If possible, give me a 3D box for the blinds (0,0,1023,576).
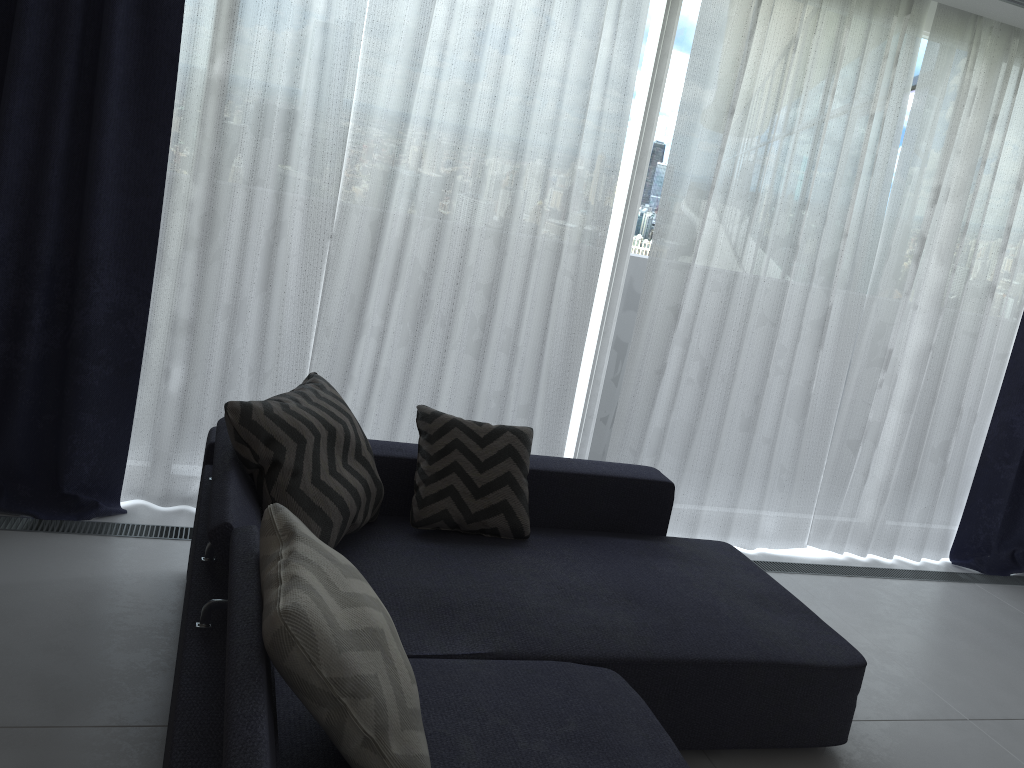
[{"bbox_3d":[1.238,0.020,1.138,7.111,2.739,5.899,8,12,-15],"label":"blinds"}]

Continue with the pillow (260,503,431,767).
[{"bbox_3d":[-0.326,0.505,1.693,0.341,0.383,0.503,8,11,-19],"label":"pillow"}]

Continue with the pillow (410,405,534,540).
[{"bbox_3d":[-0.124,0.292,2.889,0.413,0.340,0.291,8,10,-14],"label":"pillow"}]

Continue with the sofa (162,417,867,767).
[{"bbox_3d":[0.285,0.796,1.830,1.892,0.600,2.924,7,12,-18],"label":"sofa"}]

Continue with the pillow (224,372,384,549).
[{"bbox_3d":[-0.596,0.281,2.571,0.357,0.512,0.604,13,10,11],"label":"pillow"}]
